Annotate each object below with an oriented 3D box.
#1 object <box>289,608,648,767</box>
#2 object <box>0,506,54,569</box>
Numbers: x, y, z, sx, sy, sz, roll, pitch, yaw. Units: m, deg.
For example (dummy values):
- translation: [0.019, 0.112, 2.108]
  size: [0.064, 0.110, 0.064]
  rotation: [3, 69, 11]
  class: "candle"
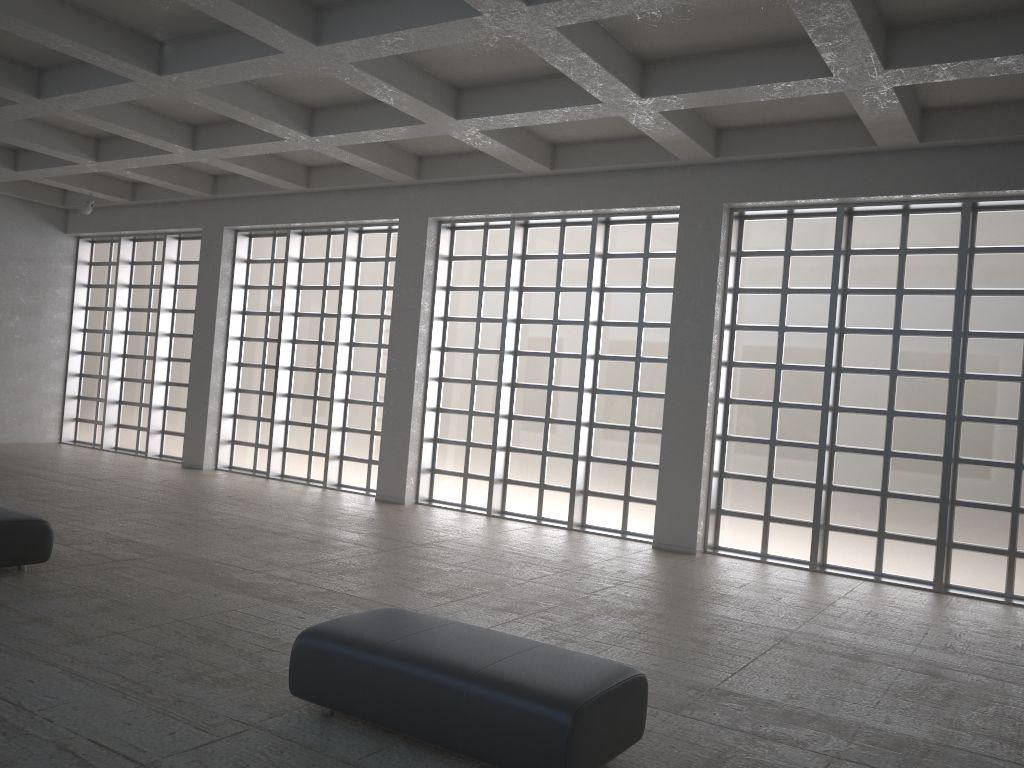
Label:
- translation: [-0.434, 2.812, 8.250]
  size: [3.044, 0.828, 1.616]
  rotation: [4, -1, 32]
  class: "object"
- translation: [-8.486, 2.216, 13.295]
  size: [3.044, 0.828, 1.616]
  rotation: [4, -1, 32]
  class: "object"
